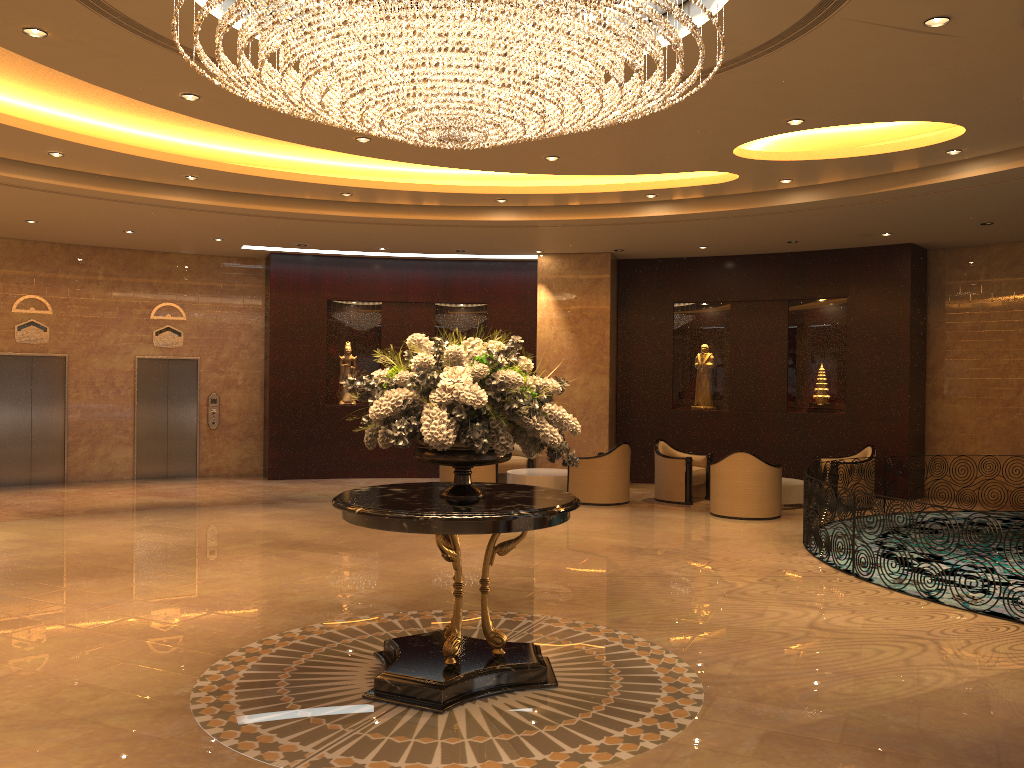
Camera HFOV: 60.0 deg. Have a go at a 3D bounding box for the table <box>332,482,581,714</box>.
[{"bbox_3d":[-0.338,1.218,5.375,1.493,1.089,1.493,1,0,19],"label":"table"}]

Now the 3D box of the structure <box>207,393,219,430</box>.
[{"bbox_3d":[-5.361,0.491,15.933,0.200,0.661,0.053,1,0,-24],"label":"structure"}]

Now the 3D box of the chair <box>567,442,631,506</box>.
[{"bbox_3d":[1.355,1.301,13.180,0.769,0.916,0.951,1,0,41],"label":"chair"}]

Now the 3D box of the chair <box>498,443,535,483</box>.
[{"bbox_3d":[-0.135,1.277,15.063,0.951,0.916,0.769,1,0,-14],"label":"chair"}]

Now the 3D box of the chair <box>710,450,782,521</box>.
[{"bbox_3d":[3.136,1.326,11.960,0.951,0.916,0.769,1,0,21],"label":"chair"}]

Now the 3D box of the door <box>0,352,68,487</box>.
[{"bbox_3d":[-7.849,0.572,14.461,1.070,2.145,0.150,1,0,-39],"label":"door"}]

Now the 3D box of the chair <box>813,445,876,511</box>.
[{"bbox_3d":[4.924,1.344,13.050,0.769,0.916,0.951,1,0,1],"label":"chair"}]

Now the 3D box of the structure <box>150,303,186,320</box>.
[{"bbox_3d":[-6.040,-1.284,15.598,0.600,0.293,0.010,1,0,-28],"label":"structure"}]

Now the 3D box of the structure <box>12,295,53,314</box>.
[{"bbox_3d":[-7.798,-1.300,14.422,0.600,0.293,0.010,1,0,-40],"label":"structure"}]

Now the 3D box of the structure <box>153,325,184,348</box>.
[{"bbox_3d":[-6.046,-0.837,15.601,0.504,0.405,0.012,1,0,-29],"label":"structure"}]

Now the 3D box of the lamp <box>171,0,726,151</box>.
[{"bbox_3d":[-0.351,-2.072,5.386,3.204,1.196,3.206,1,0,-27],"label":"lamp"}]

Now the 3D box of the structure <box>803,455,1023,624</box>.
[{"bbox_3d":[5.541,1.507,10.244,3.815,0.995,7.624,1,0,44],"label":"structure"}]

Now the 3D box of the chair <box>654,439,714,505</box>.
[{"bbox_3d":[2.573,1.314,13.537,0.769,0.916,0.951,1,0,36],"label":"chair"}]

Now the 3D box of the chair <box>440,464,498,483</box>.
[{"bbox_3d":[-0.715,1.275,13.491,0.769,0.916,0.951,1,0,-29],"label":"chair"}]

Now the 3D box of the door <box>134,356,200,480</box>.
[{"bbox_3d":[-6.088,0.591,15.650,1.070,2.149,0.150,1,0,-28],"label":"door"}]

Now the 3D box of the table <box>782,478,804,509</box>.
[{"bbox_3d":[3.745,1.609,13.150,1.196,0.354,1.196,1,0,-37],"label":"table"}]

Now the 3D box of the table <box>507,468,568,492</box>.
[{"bbox_3d":[0.515,1.568,14.012,1.196,0.354,1.196,1,0,-38],"label":"table"}]

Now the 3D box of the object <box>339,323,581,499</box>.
[{"bbox_3d":[-0.321,0.175,5.336,1.318,0.999,1.277,1,0,-34],"label":"object"}]

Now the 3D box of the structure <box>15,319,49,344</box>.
[{"bbox_3d":[-7.805,-0.854,14.425,0.504,0.405,0.012,1,0,-40],"label":"structure"}]
